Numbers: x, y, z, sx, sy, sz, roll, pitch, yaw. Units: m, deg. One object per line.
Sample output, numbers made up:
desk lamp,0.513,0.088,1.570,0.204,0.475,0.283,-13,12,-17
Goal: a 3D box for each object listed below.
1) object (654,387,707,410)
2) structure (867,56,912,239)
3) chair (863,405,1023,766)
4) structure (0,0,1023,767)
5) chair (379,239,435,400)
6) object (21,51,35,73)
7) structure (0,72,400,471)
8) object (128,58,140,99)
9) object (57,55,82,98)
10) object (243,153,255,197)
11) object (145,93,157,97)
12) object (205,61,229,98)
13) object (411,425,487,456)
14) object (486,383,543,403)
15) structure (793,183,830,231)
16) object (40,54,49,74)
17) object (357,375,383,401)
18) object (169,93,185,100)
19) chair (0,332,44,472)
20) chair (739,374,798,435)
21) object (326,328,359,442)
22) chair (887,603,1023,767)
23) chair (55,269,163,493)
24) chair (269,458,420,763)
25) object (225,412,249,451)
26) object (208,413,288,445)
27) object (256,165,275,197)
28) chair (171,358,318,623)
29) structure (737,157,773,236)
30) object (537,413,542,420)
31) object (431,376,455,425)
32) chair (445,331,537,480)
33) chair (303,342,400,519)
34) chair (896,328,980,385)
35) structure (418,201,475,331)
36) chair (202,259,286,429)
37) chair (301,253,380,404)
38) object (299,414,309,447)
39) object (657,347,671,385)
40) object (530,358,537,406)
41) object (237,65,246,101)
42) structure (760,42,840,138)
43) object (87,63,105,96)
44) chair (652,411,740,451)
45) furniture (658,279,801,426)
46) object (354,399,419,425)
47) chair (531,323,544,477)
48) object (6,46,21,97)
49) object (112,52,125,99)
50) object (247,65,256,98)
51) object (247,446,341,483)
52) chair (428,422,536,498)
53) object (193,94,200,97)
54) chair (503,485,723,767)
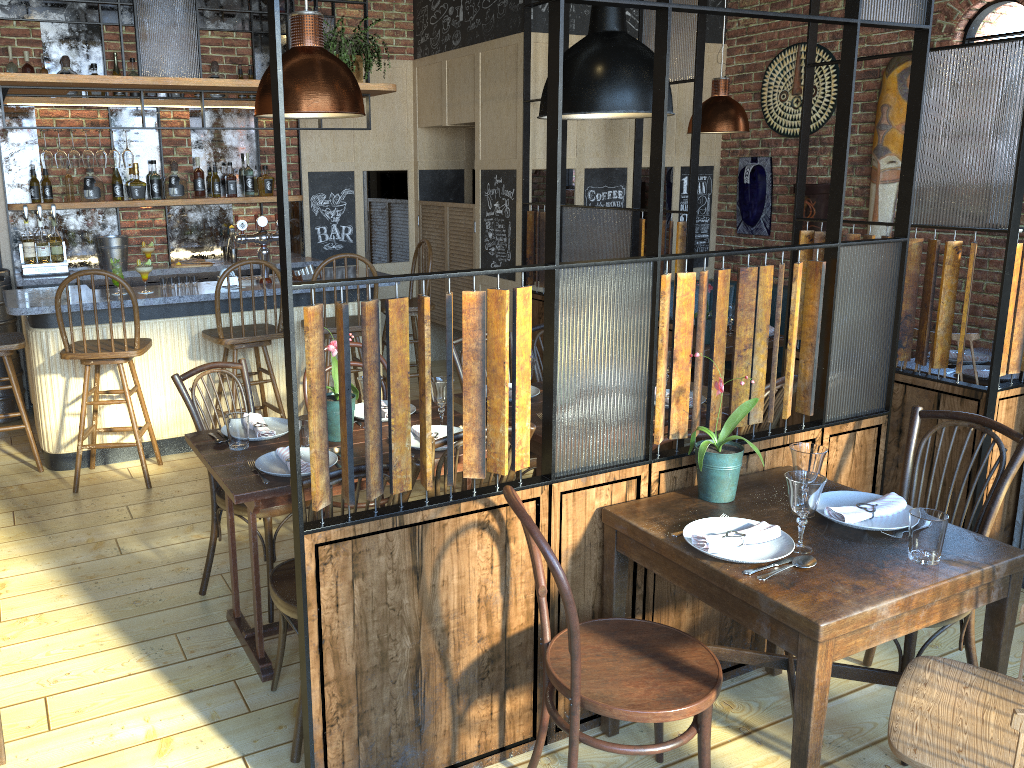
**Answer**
object,0.663,0.051,3.592,0.314,0.051,0.280,-7,15,-25
structure,2.297,-1.434,5.408,0.090,1.114,0.242,-7,15,-30
chair,1.210,0.570,2.671,0.500,0.910,0.424,-9,16,-34
structure,-1.202,-0.940,3.950,6.331,3.307,5.597,12,19,43
chair,-0.760,-0.405,6.140,0.401,1.188,0.450,-5,14,-20
object,-3.273,-2.093,5.964,0.083,0.301,0.089,-4,13,-18
structure,-2.134,-0.827,5.895,2.253,2.161,1.815,-8,15,-28
object,-2.689,-2.169,6.267,0.073,0.282,0.079,-7,14,-27
object,-3.054,-2.110,6.053,0.165,0.282,0.126,-3,13,-15
object,-2.013,-1.596,6.732,0.075,0.328,0.077,-1,13,-6
object,-2.588,-2.167,6.299,0.075,0.261,0.082,-7,14,-28
object,-2.183,-2.235,6.499,0.165,0.282,0.126,-3,13,-15
object,-0.261,0.181,3.128,0.314,0.051,0.280,-7,15,-25
object,-0.032,0.029,3.723,0.314,0.051,0.280,-7,15,-25
structure,2.010,-1.028,5.976,0.154,0.651,0.271,-7,15,-29
object,-3.179,-2.094,5.991,0.057,0.286,0.055,2,13,9
object,-0.529,0.069,3.305,0.101,0.190,0.096,4,14,17
object,-2.431,-2.190,6.373,0.113,0.263,0.122,-7,15,-28
chair,-2.965,-0.089,5.013,0.397,1.188,0.454,-7,15,-30
chair,0.793,0.375,3.475,0.388,0.910,0.547,-12,18,-43
object,-0.633,-0.015,3.168,0.148,0.424,0.201,1,13,3
chair,1.111,0.711,1.965,0.471,1.000,0.515,8,15,31
chair,-2.193,-0.050,4.810,0.429,1.188,0.421,-2,13,-10
chair,-0.524,0.601,2.656,0.392,0.910,0.542,-6,14,-25
object,-0.959,0.166,3.086,0.088,0.119,0.081,9,16,35
object,-0.956,0.160,3.255,0.314,0.051,0.280,-7,15,-25
object,-1.892,-1.559,6.769,0.137,0.234,0.093,-12,18,-42
chair,-1.022,0.392,3.520,0.546,0.910,0.389,9,16,35
structure,1.738,-1.363,6.400,0.110,0.556,0.338,-7,15,-30
object,0.277,0.109,3.385,0.314,0.051,0.280,-7,15,-25
object,-0.261,0.076,3.261,0.097,0.190,0.100,-2,13,-9
chair,-0.023,0.252,4.017,0.390,0.910,0.544,-7,15,-29
chair,-0.669,0.319,3.792,0.430,0.915,0.562,-3,13,-13
chair,1.851,0.237,3.811,0.431,1.000,0.562,-12,17,-42
structure,-1.936,-0.526,5.458,1.328,0.988,4.802,9,17,33
chair,-1.560,-0.150,5.170,0.417,1.188,0.432,-9,16,-34
chair,-1.055,-0.222,5.428,0.420,1.188,0.429,-6,14,-25
object,-0.696,0.172,3.046,0.087,0.119,0.082,5,14,22
object,0.649,-0.053,3.718,0.098,0.190,0.099,-1,13,-5
object,0.049,-0.005,3.566,0.097,0.190,0.100,-2,13,-9
object,-2.027,-2.250,6.591,0.063,0.262,0.069,-9,16,-35
structure,1.929,-1.984,5.960,0.076,0.616,0.692,-8,15,-32
object,-2.900,-2.107,6.133,0.139,0.234,0.092,-6,14,-23
chair,0.500,0.471,3.110,0.430,0.915,0.562,-3,13,-13
furniture,1.306,-0.216,6.007,1.437,0.817,1.505,-8,16,-28
object,-0.528,0.100,3.468,0.314,0.051,0.280,-7,15,-25
chair,0.306,0.191,4.241,0.392,0.910,0.542,-6,14,-25
object,-3.348,-2.091,5.903,0.075,0.328,0.077,-1,13,-6
object,-2.783,-2.171,6.207,0.085,0.316,0.077,11,17,40
object,-1.962,-2.260,6.625,0.063,0.262,0.069,-11,17,-41
object,-0.691,0.247,2.894,0.314,0.051,0.280,-7,15,-25
chair,-0.208,0.518,2.966,0.392,0.910,0.542,-6,14,-25
object,-2.306,-2.210,6.449,0.063,0.262,0.069,-7,15,-29
chair,0.250,0.695,2.233,0.545,0.915,0.445,-2,13,-7
